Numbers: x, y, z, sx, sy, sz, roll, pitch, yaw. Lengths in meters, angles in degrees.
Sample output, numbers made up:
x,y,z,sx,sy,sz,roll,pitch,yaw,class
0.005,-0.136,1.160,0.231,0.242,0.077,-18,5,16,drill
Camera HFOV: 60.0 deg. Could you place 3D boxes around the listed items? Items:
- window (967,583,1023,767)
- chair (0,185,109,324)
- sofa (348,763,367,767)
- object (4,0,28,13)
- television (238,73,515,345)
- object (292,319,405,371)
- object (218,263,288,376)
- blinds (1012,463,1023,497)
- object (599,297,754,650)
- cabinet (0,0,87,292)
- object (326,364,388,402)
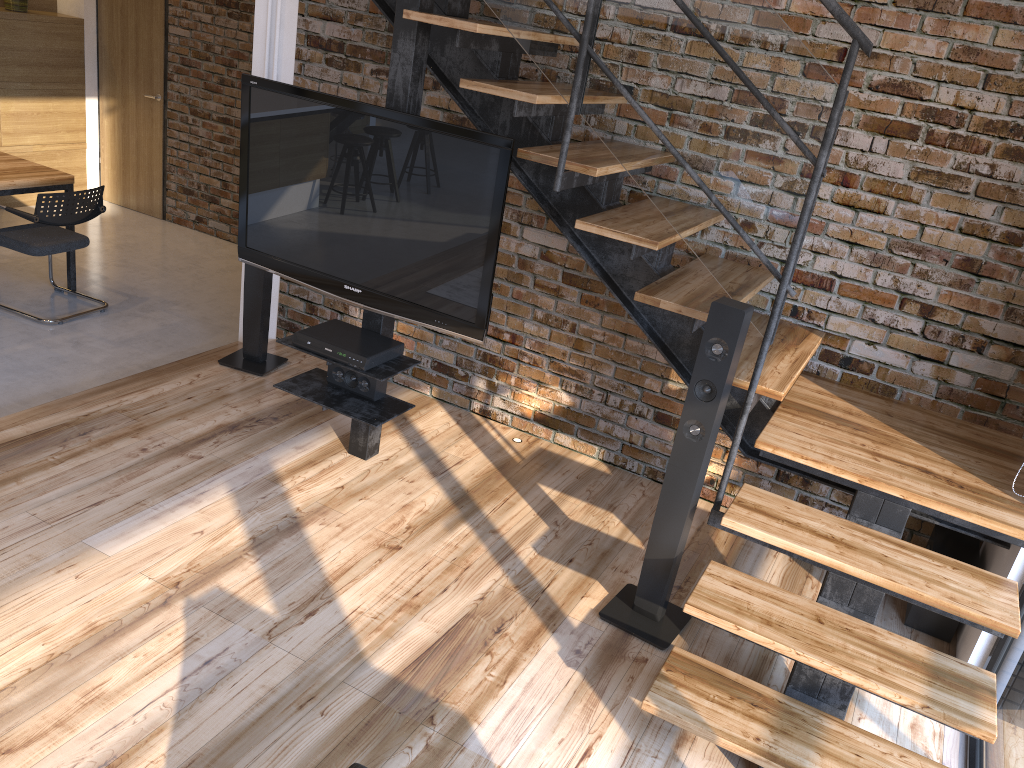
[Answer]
x,y,z,sx,sy,sz,roll,pitch,yaw,class
-0.585,-1.153,0.690,5.653,5.597,13.349,20,24,21,window
-2.773,-0.827,5.292,0.539,0.772,0.517,18,24,17,chair
-1.459,1.163,0.665,2.993,0.704,3.033,20,24,21,sofa
-3.757,-3.057,6.766,0.390,0.477,0.342,-3,26,-30,object
-0.557,-0.678,3.425,1.205,0.787,0.135,20,25,21,television
-0.663,-0.160,3.591,0.359,0.058,0.274,20,24,21,object
-1.265,-0.657,4.448,0.270,1.213,0.269,16,23,12,object
0.523,0.748,0.479,0.095,2.055,5.349,20,24,21,blinds
0.583,0.300,2.973,0.270,1.213,0.270,22,26,26,object
-4.986,-1.492,3.135,2.469,2.887,9.082,20,24,21,cabinet
-0.651,-0.023,3.723,0.246,0.112,0.088,20,24,21,object
